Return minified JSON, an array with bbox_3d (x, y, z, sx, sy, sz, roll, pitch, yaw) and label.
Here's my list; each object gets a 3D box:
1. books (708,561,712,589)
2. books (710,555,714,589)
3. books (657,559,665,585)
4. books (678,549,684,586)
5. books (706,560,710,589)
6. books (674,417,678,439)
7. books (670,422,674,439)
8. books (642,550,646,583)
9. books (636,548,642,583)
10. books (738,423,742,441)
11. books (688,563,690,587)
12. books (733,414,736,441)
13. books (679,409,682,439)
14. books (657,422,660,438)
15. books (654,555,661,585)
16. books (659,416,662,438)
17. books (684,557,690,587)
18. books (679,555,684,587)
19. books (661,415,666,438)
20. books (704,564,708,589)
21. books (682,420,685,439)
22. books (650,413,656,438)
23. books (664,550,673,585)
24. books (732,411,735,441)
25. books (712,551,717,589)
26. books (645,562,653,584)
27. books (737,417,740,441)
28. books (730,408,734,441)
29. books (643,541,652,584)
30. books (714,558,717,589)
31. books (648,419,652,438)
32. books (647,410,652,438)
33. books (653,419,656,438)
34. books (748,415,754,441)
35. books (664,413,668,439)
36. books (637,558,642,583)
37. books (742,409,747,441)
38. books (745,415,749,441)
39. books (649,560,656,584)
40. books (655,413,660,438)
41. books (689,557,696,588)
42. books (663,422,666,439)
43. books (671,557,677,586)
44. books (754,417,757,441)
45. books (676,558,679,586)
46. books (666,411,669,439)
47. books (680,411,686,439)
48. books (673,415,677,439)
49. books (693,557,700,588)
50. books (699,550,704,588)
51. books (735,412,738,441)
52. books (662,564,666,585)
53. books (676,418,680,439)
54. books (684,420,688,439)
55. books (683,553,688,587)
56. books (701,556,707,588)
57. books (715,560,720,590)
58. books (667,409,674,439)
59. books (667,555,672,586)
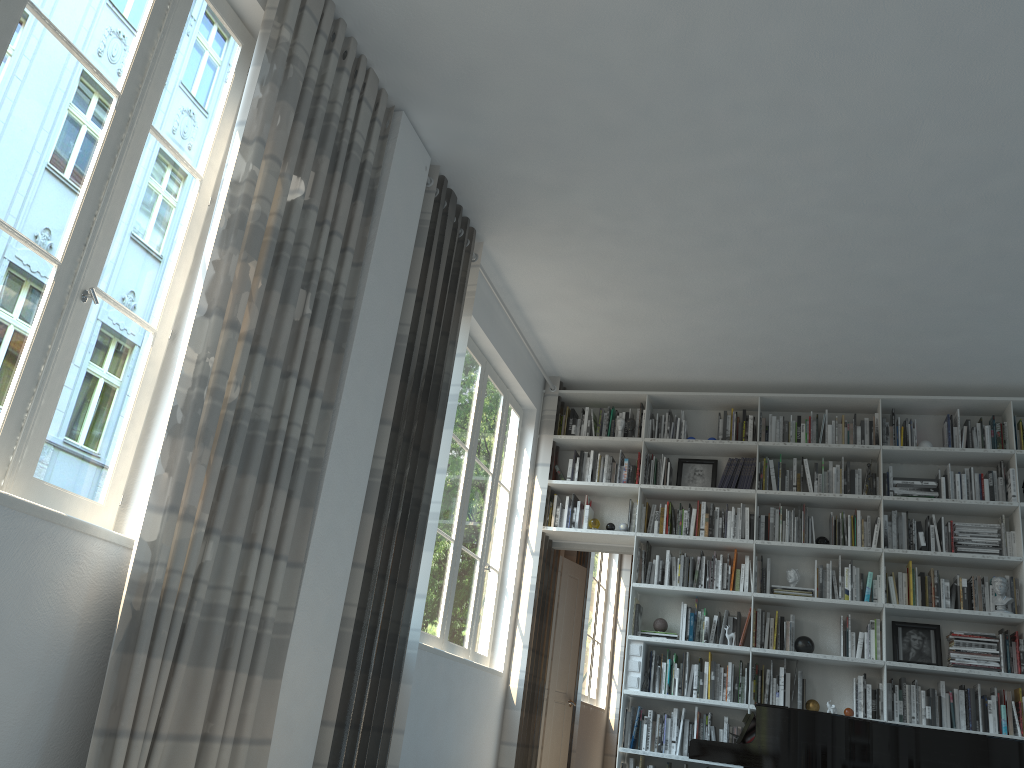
[{"bbox_3d":[1.442,1.412,6.431,0.013,0.227,0.152,1,-22,18],"label":"books"},{"bbox_3d":[1.455,1.390,6.431,0.012,0.271,0.146,1,-22,18],"label":"books"},{"bbox_3d":[1.096,1.408,6.512,0.028,0.203,0.189,1,-22,18],"label":"books"},{"bbox_3d":[1.238,1.375,6.500,0.011,0.292,0.184,1,-22,18],"label":"books"},{"bbox_3d":[1.426,1.406,6.425,0.013,0.228,0.177,1,-22,18],"label":"books"},{"bbox_3d":[1.284,0.393,6.909,0.013,0.219,0.182,1,-22,18],"label":"books"},{"bbox_3d":[1.252,0.411,6.915,0.026,0.182,0.162,1,-22,18],"label":"books"},{"bbox_3d":[0.982,1.380,6.565,0.027,0.265,0.176,1,-22,18],"label":"books"},{"bbox_3d":[0.950,1.380,6.604,0.012,0.284,0.160,1,-22,18],"label":"books"},{"bbox_3d":[1.742,0.414,6.760,0.027,0.189,0.178,1,-22,18],"label":"books"},{"bbox_3d":[1.301,1.425,6.481,0.010,0.203,0.139,1,-22,18],"label":"books"},{"bbox_3d":[1.706,0.377,6.781,0.010,0.262,0.157,1,-22,18],"label":"books"},{"bbox_3d":[1.323,0.361,6.926,0.007,0.300,0.146,1,-22,18],"label":"books"},{"bbox_3d":[1.160,0.410,6.960,0.017,0.193,0.129,1,-22,18],"label":"books"},{"bbox_3d":[1.077,1.397,6.534,0.022,0.234,0.178,1,-22,18],"label":"books"},{"bbox_3d":[1.172,0.389,6.946,0.013,0.224,0.177,1,-22,18],"label":"books"},{"bbox_3d":[1.279,1.399,6.469,0.024,0.236,0.167,1,-22,18],"label":"books"},{"bbox_3d":[1.248,1.393,6.480,0.021,0.246,0.189,1,-22,18],"label":"books"},{"bbox_3d":[1.188,0.383,6.949,0.016,0.242,0.157,1,-22,18],"label":"books"},{"bbox_3d":[1.412,1.423,6.438,0.021,0.204,0.130,1,-22,18],"label":"books"},{"bbox_3d":[1.339,0.405,6.895,0.014,0.201,0.171,1,-22,18],"label":"books"},{"bbox_3d":[1.109,0.377,6.984,0.007,0.257,0.157,1,-22,18],"label":"books"},{"bbox_3d":[1.151,1.382,6.531,0.023,0.280,0.175,1,-22,18],"label":"books"},{"bbox_3d":[1.699,0.373,6.799,0.013,0.282,0.167,1,-22,18],"label":"books"},{"bbox_3d":[1.472,1.381,6.447,0.011,0.303,0.130,1,-22,18],"label":"books"},{"bbox_3d":[1.019,1.420,6.540,0.037,0.181,0.190,1,-22,18],"label":"books"},{"bbox_3d":[1.735,0.394,6.799,0.013,0.253,0.130,1,-22,18],"label":"books"},{"bbox_3d":[1.693,0.361,6.823,0.014,0.319,0.137,1,-22,18],"label":"books"},{"bbox_3d":[1.004,1.348,6.568,0.012,0.332,0.185,1,-22,18],"label":"books"},{"bbox_3d":[1.478,1.403,6.430,0.011,0.250,0.140,1,-22,18],"label":"books"},{"bbox_3d":[1.092,0.399,6.972,0.017,0.203,0.143,1,-22,18],"label":"books"},{"bbox_3d":[1.089,0.365,6.998,0.007,0.284,0.160,1,-22,18],"label":"books"},{"bbox_3d":[1.124,0.399,6.969,0.032,0.209,0.159,1,-22,18],"label":"books"},{"bbox_3d":[1.819,0.385,6.748,0.031,0.253,0.179,1,-22,18],"label":"books"},{"bbox_3d":[1.216,0.373,6.940,0.016,0.260,0.155,1,-22,18],"label":"books"},{"bbox_3d":[0.961,1.412,6.576,0.026,0.208,0.155,1,-22,18],"label":"books"},{"bbox_3d":[1.771,0.361,6.762,0.025,0.296,0.164,1,-22,18],"label":"books"},{"bbox_3d":[1.797,0.387,6.769,0.022,0.259,0.153,1,-22,18],"label":"books"},{"bbox_3d":[1.049,1.415,6.553,0.042,0.208,0.144,1,-22,18],"label":"books"},{"bbox_3d":[1.146,0.378,6.962,0.012,0.248,0.180,1,-22,18],"label":"books"},{"bbox_3d":[1.314,1.400,6.467,0.023,0.241,0.185,1,-22,18],"label":"books"},{"bbox_3d":[1.201,0.410,6.944,0.014,0.191,0.147,1,-22,18],"label":"books"},{"bbox_3d":[1.198,1.406,6.523,0.049,0.242,0.140,1,-22,18],"label":"books"},{"bbox_3d":[1.857,0.393,6.750,0.039,0.251,0.147,1,-22,18],"label":"books"},{"bbox_3d":[1.222,1.405,6.494,0.014,0.229,0.149,1,-22,18],"label":"books"},{"bbox_3d":[1.228,0.368,6.938,0.007,0.271,0.155,1,-22,18],"label":"books"},{"bbox_3d":[1.336,0.369,6.931,0.015,0.292,0.131,1,-22,18],"label":"books"},{"bbox_3d":[1.277,0.381,6.927,0.013,0.251,0.129,1,-22,18],"label":"books"},{"bbox_3d":[1.353,1.401,6.474,0.048,0.255,0.142,1,-22,18],"label":"books"},{"bbox_3d":[1.380,1.375,6.457,0.013,0.298,0.152,1,-22,18],"label":"books"},{"bbox_3d":[1.717,0.373,6.780,0.011,0.273,0.184,1,-22,18],"label":"books"},{"bbox_3d":[1.130,1.433,6.540,0.021,0.187,0.130,1,-22,18],"label":"books"},{"bbox_3d":[1.298,0.393,6.896,0.021,0.213,0.174,1,-22,18],"label":"books"},{"bbox_3d":[1.355,0.405,6.902,0.013,0.209,0.137,1,-22,18],"label":"books"},{"bbox_3d":[1.269,1.389,6.495,0.011,0.270,0.158,1,-22,18],"label":"books"},{"bbox_3d":[1.396,1.399,6.453,0.021,0.255,0.156,1,-22,18],"label":"books"},{"bbox_3d":[1.498,1.412,6.431,0.028,0.241,0.132,1,-22,18],"label":"books"},{"bbox_3d":[1.234,0.359,6.922,0.015,0.278,0.191,1,-22,18],"label":"books"},{"bbox_3d":[1.163,1.395,6.512,0.011,0.245,0.177,1,-22,18],"label":"books"}]
